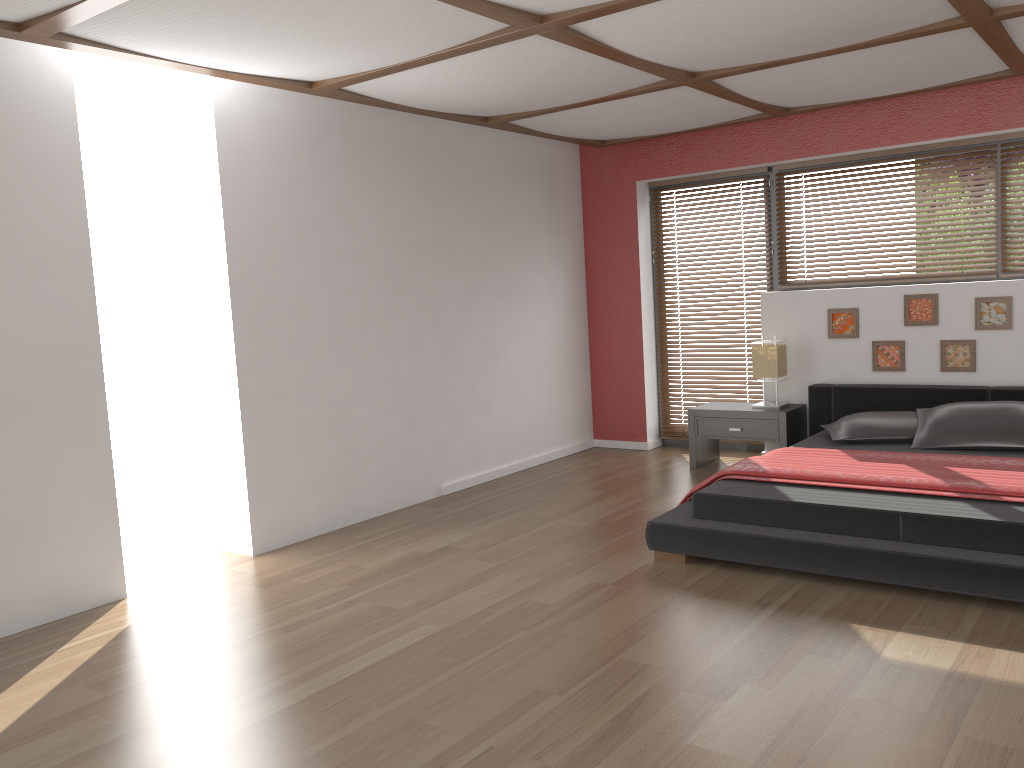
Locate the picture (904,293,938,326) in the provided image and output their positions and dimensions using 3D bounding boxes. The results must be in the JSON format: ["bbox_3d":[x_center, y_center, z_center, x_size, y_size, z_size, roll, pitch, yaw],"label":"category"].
[{"bbox_3d":[2.593,-0.469,5.625,0.200,0.200,0.010,1,7,37],"label":"picture"}]

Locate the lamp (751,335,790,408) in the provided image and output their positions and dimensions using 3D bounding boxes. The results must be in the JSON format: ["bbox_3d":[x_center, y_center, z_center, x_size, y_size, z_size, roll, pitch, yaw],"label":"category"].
[{"bbox_3d":[1.759,-0.093,6.051,0.200,0.480,0.200,1,7,37],"label":"lamp"}]

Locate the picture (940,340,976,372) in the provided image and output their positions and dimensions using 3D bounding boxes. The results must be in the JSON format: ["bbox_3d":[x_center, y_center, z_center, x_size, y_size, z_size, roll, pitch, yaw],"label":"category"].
[{"bbox_3d":[2.779,-0.175,5.527,0.200,0.200,0.010,1,7,37],"label":"picture"}]

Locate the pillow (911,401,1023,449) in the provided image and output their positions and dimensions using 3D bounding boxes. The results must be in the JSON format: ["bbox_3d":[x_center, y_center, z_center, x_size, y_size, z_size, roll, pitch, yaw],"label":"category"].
[{"bbox_3d":[2.599,0.221,4.879,0.744,0.241,0.386,0,7,32],"label":"pillow"}]

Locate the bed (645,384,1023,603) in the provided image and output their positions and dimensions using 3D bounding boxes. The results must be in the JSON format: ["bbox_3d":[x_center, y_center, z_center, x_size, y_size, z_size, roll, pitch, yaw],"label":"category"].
[{"bbox_3d":[2.104,0.424,4.552,2.469,0.577,2.413,1,7,37],"label":"bed"}]

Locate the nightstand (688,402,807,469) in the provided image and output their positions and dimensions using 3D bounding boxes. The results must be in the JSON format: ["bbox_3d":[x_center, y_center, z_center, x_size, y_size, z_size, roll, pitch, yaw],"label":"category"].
[{"bbox_3d":[1.634,0.368,6.161,0.700,0.423,0.413,1,7,37],"label":"nightstand"}]

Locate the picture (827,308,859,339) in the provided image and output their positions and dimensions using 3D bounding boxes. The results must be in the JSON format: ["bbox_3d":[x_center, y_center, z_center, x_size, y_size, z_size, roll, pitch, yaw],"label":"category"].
[{"bbox_3d":[2.211,-0.405,5.923,0.200,0.200,0.010,1,7,37],"label":"picture"}]

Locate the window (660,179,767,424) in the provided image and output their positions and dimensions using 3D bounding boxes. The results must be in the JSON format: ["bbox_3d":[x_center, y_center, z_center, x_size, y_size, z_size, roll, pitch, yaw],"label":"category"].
[{"bbox_3d":[1.564,-0.594,6.832,0.889,1.893,0.020,1,7,37],"label":"window"}]

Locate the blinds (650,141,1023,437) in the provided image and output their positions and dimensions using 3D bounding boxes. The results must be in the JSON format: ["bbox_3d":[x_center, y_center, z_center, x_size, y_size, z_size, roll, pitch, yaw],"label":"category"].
[{"bbox_3d":[3.081,-0.523,5.609,4.840,1.952,0.032,1,7,37],"label":"blinds"}]

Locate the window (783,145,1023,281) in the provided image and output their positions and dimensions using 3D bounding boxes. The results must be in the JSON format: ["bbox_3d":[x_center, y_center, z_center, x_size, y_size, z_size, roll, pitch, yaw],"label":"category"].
[{"bbox_3d":[3.092,-1.106,5.603,2.817,0.786,0.020,1,7,37],"label":"window"}]

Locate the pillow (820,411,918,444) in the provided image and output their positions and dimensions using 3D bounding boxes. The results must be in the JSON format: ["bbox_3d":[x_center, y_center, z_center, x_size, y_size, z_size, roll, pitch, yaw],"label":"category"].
[{"bbox_3d":[2.244,0.256,5.261,0.745,0.172,0.418,-2,6,12],"label":"pillow"}]

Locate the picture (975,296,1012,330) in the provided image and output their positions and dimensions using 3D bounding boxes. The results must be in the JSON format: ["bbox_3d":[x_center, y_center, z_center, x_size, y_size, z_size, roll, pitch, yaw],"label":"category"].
[{"bbox_3d":[2.922,-0.428,5.383,0.200,0.200,0.010,1,7,37],"label":"picture"}]

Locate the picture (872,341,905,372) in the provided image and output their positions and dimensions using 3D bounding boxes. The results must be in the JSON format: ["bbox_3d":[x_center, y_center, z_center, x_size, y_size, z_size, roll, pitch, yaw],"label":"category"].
[{"bbox_3d":[2.451,-0.181,5.774,0.200,0.200,0.010,1,7,37],"label":"picture"}]
